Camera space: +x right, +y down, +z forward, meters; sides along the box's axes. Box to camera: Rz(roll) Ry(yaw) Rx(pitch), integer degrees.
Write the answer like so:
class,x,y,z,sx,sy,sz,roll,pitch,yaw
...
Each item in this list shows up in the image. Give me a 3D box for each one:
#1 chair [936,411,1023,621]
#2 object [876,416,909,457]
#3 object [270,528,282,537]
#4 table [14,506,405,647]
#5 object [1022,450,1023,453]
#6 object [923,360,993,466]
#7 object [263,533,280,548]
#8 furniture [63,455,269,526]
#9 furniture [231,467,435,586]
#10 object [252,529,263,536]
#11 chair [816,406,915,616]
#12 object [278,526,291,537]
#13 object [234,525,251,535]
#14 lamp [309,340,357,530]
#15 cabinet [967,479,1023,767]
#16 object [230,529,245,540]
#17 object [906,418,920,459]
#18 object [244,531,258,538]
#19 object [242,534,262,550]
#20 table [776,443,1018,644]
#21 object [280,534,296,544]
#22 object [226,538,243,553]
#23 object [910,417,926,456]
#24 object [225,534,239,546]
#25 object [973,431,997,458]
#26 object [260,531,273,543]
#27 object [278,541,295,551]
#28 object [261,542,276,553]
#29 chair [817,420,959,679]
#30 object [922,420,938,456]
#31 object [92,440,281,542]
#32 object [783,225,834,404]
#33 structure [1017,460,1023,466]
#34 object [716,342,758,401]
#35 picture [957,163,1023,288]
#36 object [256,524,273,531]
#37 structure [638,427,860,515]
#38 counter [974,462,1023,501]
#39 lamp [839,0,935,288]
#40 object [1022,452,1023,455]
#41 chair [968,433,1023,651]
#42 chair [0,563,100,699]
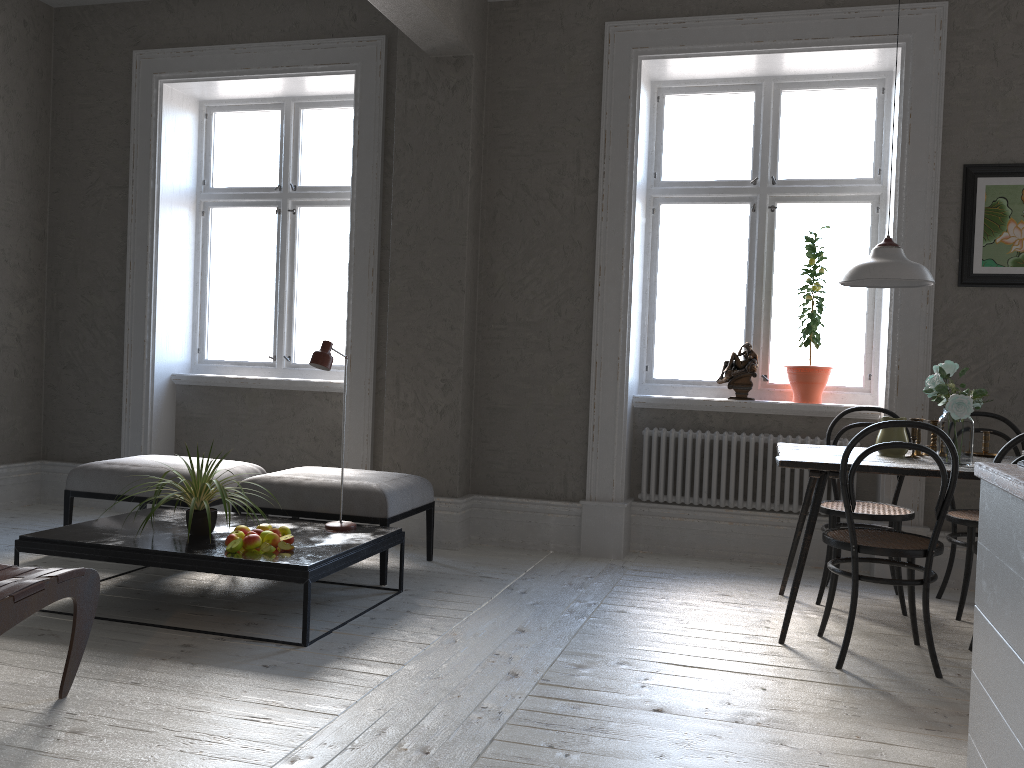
class,x,y,z,sx,sy,sz,roll,pitch,yaw
chair,2.226,0.598,4.102,0.434,0.920,0.554,3,1,14
object,1.634,0.223,3.814,0.138,0.170,0.147,2,1,-23
object,-0.969,0.617,3.610,0.058,0.058,0.057,2,1,-2
table,-1.242,0.781,3.788,1.296,0.303,0.858,3,1,15
object,2.290,0.305,3.746,0.232,0.027,0.242,3,2,39
object,1.763,0.112,3.528,0.249,0.414,0.315,3,1,14
object,-0.948,0.618,3.495,0.064,0.062,0.059,2,1,-3
furniture,-1.832,0.638,4.747,0.819,0.476,0.590,3,1,15
furniture,-0.891,0.681,4.500,0.819,0.476,0.590,3,1,15
object,-1.032,0.616,3.589,0.060,0.056,0.058,2,1,3
chair,1.693,0.574,4.238,0.431,0.920,0.558,3,1,24
object,-0.949,0.618,3.680,0.060,0.055,0.067,2,1,-17
object,-1.100,0.608,3.602,0.069,0.066,0.072,3,1,31
lamp,-0.798,0.227,3.934,0.257,0.839,0.135,1,2,-39
cabinet,3.027,0.701,2.146,4.272,0.854,1.951,2,1,-28
object,-1.098,0.611,3.532,0.062,0.063,0.061,1,2,-43
object,1.697,0.229,3.740,0.058,0.167,0.060,3,1,29
object,-1.036,0.616,3.522,0.058,0.058,0.057,2,1,6
object,-1.012,0.616,3.449,0.076,0.064,0.073,1,2,-44
table,2.059,0.695,3.642,1.899,0.735,0.915,3,1,15
object,-0.910,0.630,3.566,0.065,0.039,0.065,3,1,22
object,-1.065,0.620,3.406,0.059,0.053,0.059,3,1,22
object,1.768,0.227,3.850,0.061,0.172,0.063,3,1,37
object,-1.093,0.615,3.471,0.055,0.058,0.058,3,2,40
object,2.126,0.268,3.973,0.140,0.112,0.139,2,1,-2
object,-0.979,0.618,3.548,0.062,0.058,0.060,2,1,-30
object,-0.885,0.634,3.469,0.060,0.036,0.049,3,1,26
object,-0.941,0.632,3.422,0.065,0.037,0.048,3,2,42
chair,1.404,0.582,3.341,0.434,0.920,0.554,3,1,14
object,1.855,0.229,3.891,0.096,0.172,0.096,2,1,-3
object,-1.289,0.430,3.680,0.650,0.420,0.746,3,2,34
object,1.665,-0.388,4.935,0.275,0.991,0.264,1,1,-35
structure,1.482,0.201,1.905,0.599,0.031,0.502,3,1,16
object,1.278,-0.075,5.038,0.234,0.329,0.121,3,1,17
picture,2.522,-0.791,4.423,0.515,0.619,0.020,3,1,15
object,-1.022,0.610,3.655,0.069,0.066,0.068,3,1,21
structure,1.318,0.483,4.932,1.211,0.428,0.150,3,1,13
counter,3.035,0.280,2.612,3.353,0.039,3.196,3,1,16
lamp,1.604,-1.342,3.696,0.387,1.858,0.371,1,1,-37
object,2.290,0.313,3.746,0.240,0.027,0.234,2,1,-16
chair,1.916,0.605,3.211,0.431,0.920,0.558,3,1,24
chair,-1.680,0.583,2.355,0.502,0.721,1.028,3,1,16
